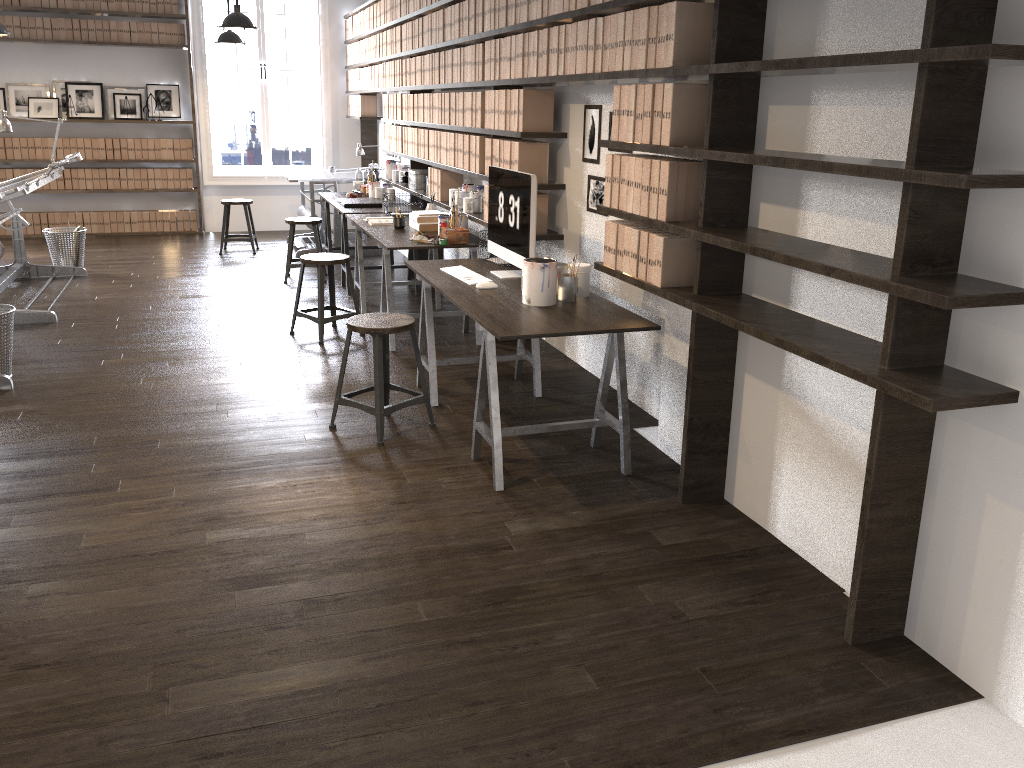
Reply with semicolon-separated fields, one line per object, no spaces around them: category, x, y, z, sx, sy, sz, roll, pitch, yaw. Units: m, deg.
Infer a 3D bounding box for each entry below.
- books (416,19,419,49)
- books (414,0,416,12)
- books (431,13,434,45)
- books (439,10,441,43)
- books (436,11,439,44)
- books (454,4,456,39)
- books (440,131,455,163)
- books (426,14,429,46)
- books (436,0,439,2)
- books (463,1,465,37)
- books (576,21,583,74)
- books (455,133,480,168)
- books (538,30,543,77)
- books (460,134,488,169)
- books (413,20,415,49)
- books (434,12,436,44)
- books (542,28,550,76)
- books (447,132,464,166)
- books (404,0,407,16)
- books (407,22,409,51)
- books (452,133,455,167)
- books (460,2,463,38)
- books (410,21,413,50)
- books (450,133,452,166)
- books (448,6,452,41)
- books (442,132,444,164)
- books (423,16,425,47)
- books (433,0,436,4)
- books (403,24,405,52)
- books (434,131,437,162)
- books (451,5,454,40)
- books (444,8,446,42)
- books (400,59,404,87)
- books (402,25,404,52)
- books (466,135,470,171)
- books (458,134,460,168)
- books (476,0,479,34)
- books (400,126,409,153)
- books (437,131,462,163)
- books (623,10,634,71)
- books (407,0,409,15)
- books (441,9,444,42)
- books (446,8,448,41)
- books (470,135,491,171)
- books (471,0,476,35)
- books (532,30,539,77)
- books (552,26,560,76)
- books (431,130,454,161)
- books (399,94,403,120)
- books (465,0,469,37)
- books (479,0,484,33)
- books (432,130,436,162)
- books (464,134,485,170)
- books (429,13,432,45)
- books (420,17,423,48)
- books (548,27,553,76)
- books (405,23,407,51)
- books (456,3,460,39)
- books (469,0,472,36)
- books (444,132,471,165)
books;-0.646;-2.688;6.819;0.174;0.223;0.067;-4;16;-18
books;-0.660;-2.972;6.808;0.175;0.222;0.067;-4;16;-18
books;-0.487;-2.544;6.367;0.174;0.223;0.067;-4;16;-18
books;-0.418;-2.483;6.176;0.175;0.222;0.067;-4;16;-18
books;-0.440;-2.501;6.233;0.175;0.222;0.067;-4;16;-18
books;-0.287;-2.363;5.799;0.175;0.222;0.067;-4;16;-18
books;-0.423;-1.695;6.352;0.174;0.223;0.067;-4;16;-18
books;-0.537;-2.586;6.499;0.175;0.223;0.067;-4;16;-18
books;-0.437;-2.768;6.170;0.174;0.223;0.067;-4;16;-18
books;-0.220;-2.303;5.611;0.174;0.223;0.067;-4;16;-18
books;0.381;-1.491;3.940;0.175;0.222;0.067;-4;16;-18
books;-0.293;-1.575;5.977;0.175;0.223;0.067;-4;16;-18
books;0.222;-1.638;4.400;0.175;0.223;0.067;-4;16;-18
books;-0.251;-1.534;5.846;0.174;0.223;0.067;-4;16;-18
books;-0.688;-2.730;6.950;0.175;0.223;0.067;-4;16;-18
books;-0.465;-2.522;6.298;0.175;0.223;0.067;-4;16;-18
books;0.241;-1.616;4.329;0.175;0.223;0.067;-4;16;-18
books;-0.358;-1.633;6.156;0.175;0.222;0.067;-4;16;-18
books;-0.777;-3.075;7.132;0.175;0.223;0.067;-4;16;-18
books;-0.754;-2.787;7.129;0.175;0.222;0.067;-4;16;-18
books;-0.320;-1.594;6.037;0.175;0.223;0.067;-4;16;-18
books;-0.243;-2.324;5.676;0.175;0.223;0.067;-4;16;-18
books;-0.715;-2.749;7.010;0.175;0.223;0.067;-4;16;-18
books;-0.337;-1.614;6.099;0.175;0.222;0.067;-4;16;-18
books;-0.333;-2.402;5.921;0.175;0.223;0.067;-4;16;-18
books;-0.402;-1.674;6.288;0.175;0.223;0.067;-4;16;-18
books;-0.571;-2.624;6.619;0.175;0.222;0.067;-4;16;-18
books;-0.463;-2.789;6.235;0.175;0.223;0.067;-4;16;-18
books;-0.797;-2.829;7.261;0.175;0.223;0.067;-4;16;-18
books;-0.475;-1.736;6.480;0.175;0.223;0.067;-4;16;-18
books;-0.308;-2.381;5.856;0.175;0.222;0.067;-4;16;-18
books;-0.373;-2.443;6.051;0.174;0.223;0.067;-4;16;-18
books;-0.857;-2.624;7.486;0.175;0.223;0.067;-4;16;-18
books;-0.818;-2.850;7.325;0.174;0.223;0.067;-4;16;-18
books;-0.205;-1.491;5.712;0.175;0.223;0.067;-4;16;-18
books;-0.270;-1.555;5.912;0.174;0.223;0.067;-4;16;-18
books;-0.126;-2.218;5.345;0.175;0.222;0.067;-4;16;-18
books;-0.873;-2.101;7.622;0.175;0.223;0.067;-4;16;-18
books;-0.449;-1.715;6.415;0.174;0.223;0.067;-4;16;-18
books;0.537;-1.348;3.491;0.175;0.222;0.067;-4;16;-18
books;-0.750;-3.054;7.066;0.174;0.223;0.067;-4;16;-18
books;-0.402;-2.463;6.113;0.175;0.223;0.067;-4;16;-18
books;-0.352;-2.423;5.987;0.175;0.223;0.067;-4;16;-18
books;-0.176;-1.470;5.646;0.175;0.222;0.067;-4;16;-18
books;-0.155;-2.239;5.411;0.175;0.223;0.067;-4;16;-18
books;0.195;-1.658;4.463;0.174;0.223;0.067;-4;16;-18
books;0.285;-1.575;4.201;0.175;0.223;0.067;-4;16;-18
books;-0.514;-1.776;6.605;0.175;0.222;0.067;-4;16;-18
books;-0.868;-2.358;7.550;0.175;0.223;0.067;-4;16;-18
books;-0.201;-2.282;5.545;0.174;0.223;0.067;-4;16;-18
books;-0.104;-2.196;5.275;0.175;0.222;0.067;-4;16;-18
books;-0.498;-1.757;6.546;0.175;0.223;0.067;-4;16;-18
books;-0.224;-1.513;5.782;0.175;0.223;0.067;-4;16;-18
books;-0.514;-2.565;6.432;0.175;0.223;0.067;-4;16;-18
books;-0.600;-2.645;6.685;0.175;0.223;0.067;-4;16;-18
books;0.270;-1.594;4.263;0.175;0.222;0.067;-4;16;-18
books;-0.779;-2.808;7.195;0.175;0.223;0.067;-4;16;-18
books;-0.270;-2.343;5.736;0.175;0.223;0.067;-4;16;-18
books;-0.174;-2.261;5.481;0.175;0.223;0.067;-4;16;-18
books;-0.383;-1.654;6.222;0.175;0.223;0.067;-4;16;-18
